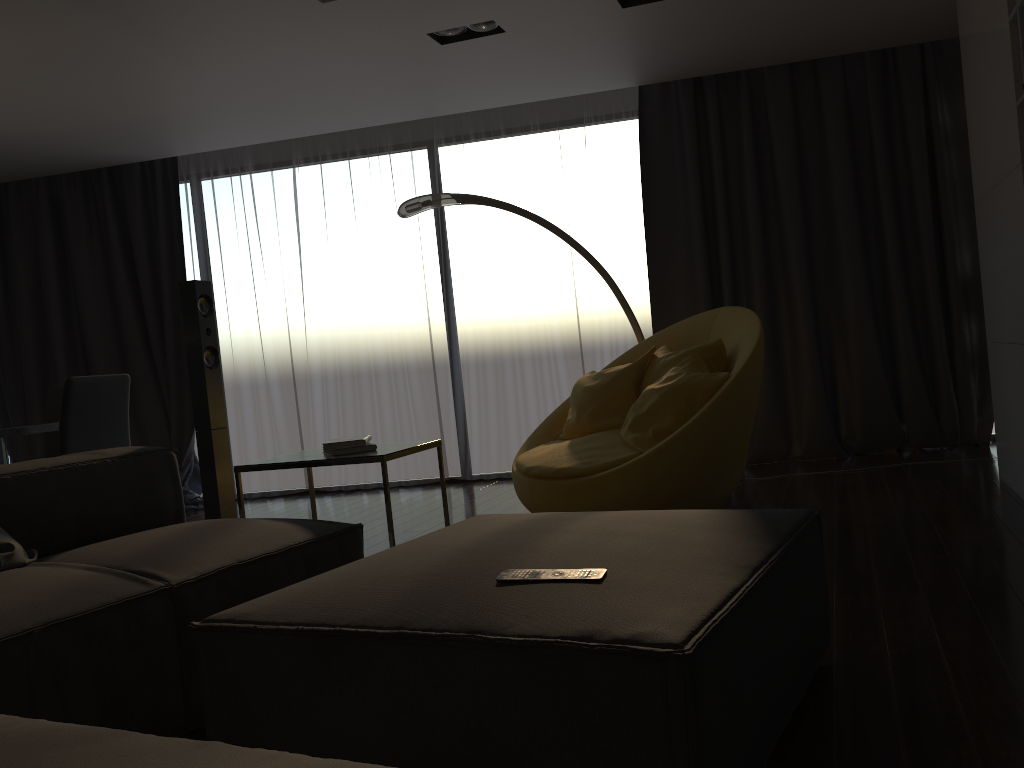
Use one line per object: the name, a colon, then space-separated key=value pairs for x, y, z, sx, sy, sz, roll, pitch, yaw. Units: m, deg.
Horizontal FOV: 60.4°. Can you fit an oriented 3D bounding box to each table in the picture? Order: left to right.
table: x=-2.872 y=0.643 z=4.023 sx=1.009 sy=0.760 sz=1.651 roll=-5 pitch=1 yaw=19
table: x=-0.607 y=0.533 z=3.292 sx=0.583 sy=0.563 sz=0.464 roll=-5 pitch=1 yaw=17

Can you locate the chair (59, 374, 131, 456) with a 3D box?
chair: x=-2.129 y=0.462 z=4.182 sx=0.555 sy=0.964 sz=0.440 roll=-5 pitch=1 yaw=17

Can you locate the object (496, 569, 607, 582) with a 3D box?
object: x=0.074 y=0.359 z=1.651 sx=0.202 sy=0.015 sz=0.052 roll=-5 pitch=1 yaw=15

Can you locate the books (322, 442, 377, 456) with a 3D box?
books: x=-0.607 y=0.240 z=3.277 sx=0.169 sy=0.023 sz=0.222 roll=-6 pitch=1 yaw=-22

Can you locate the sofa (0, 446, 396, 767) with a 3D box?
sofa: x=-0.865 y=0.526 z=1.559 sx=2.616 sy=0.704 sz=2.595 roll=-5 pitch=2 yaw=28

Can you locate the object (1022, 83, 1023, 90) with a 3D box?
object: x=1.909 y=-1.176 z=2.991 sx=0.276 sy=0.227 sz=0.293 roll=-5 pitch=1 yaw=18

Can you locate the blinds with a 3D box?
blinds: x=-0.651 y=-0.692 z=6.188 sx=7.381 sy=2.894 sz=0.759 roll=-6 pitch=1 yaw=8

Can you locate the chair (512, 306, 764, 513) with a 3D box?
chair: x=0.579 y=0.173 z=4.149 sx=1.171 sy=1.005 sz=1.472 roll=-6 pitch=1 yaw=-15

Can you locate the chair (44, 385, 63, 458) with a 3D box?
chair: x=-2.579 y=0.491 z=4.853 sx=0.415 sy=0.964 sz=0.589 roll=-5 pitch=1 yaw=19

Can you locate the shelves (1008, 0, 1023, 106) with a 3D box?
shelves: x=1.780 y=-0.703 z=2.369 sx=0.367 sy=1.600 sz=1.982 roll=-5 pitch=1 yaw=20

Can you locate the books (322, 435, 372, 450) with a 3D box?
books: x=-0.614 y=0.217 z=3.290 sx=0.157 sy=0.022 sz=0.202 roll=-6 pitch=1 yaw=-5

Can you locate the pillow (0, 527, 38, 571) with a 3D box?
pillow: x=-1.524 y=0.343 z=1.310 sx=1.095 sy=0.431 sz=2.025 roll=-6 pitch=1 yaw=-18

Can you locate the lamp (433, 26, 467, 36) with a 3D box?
lamp: x=-0.316 y=-1.798 z=4.436 sx=0.173 sy=0.077 sz=0.181 roll=-5 pitch=1 yaw=13

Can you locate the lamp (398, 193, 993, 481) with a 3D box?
lamp: x=1.592 y=-0.340 z=5.148 sx=4.283 sy=1.779 sz=0.575 roll=-6 pitch=1 yaw=-6

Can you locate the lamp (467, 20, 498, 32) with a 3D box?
lamp: x=-0.147 y=-1.814 z=4.391 sx=0.169 sy=0.077 sz=0.185 roll=-5 pitch=2 yaw=30

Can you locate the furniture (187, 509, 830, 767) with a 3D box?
furniture: x=0.091 y=0.551 z=1.999 sx=1.046 sy=0.440 sz=1.146 roll=-5 pitch=2 yaw=28
